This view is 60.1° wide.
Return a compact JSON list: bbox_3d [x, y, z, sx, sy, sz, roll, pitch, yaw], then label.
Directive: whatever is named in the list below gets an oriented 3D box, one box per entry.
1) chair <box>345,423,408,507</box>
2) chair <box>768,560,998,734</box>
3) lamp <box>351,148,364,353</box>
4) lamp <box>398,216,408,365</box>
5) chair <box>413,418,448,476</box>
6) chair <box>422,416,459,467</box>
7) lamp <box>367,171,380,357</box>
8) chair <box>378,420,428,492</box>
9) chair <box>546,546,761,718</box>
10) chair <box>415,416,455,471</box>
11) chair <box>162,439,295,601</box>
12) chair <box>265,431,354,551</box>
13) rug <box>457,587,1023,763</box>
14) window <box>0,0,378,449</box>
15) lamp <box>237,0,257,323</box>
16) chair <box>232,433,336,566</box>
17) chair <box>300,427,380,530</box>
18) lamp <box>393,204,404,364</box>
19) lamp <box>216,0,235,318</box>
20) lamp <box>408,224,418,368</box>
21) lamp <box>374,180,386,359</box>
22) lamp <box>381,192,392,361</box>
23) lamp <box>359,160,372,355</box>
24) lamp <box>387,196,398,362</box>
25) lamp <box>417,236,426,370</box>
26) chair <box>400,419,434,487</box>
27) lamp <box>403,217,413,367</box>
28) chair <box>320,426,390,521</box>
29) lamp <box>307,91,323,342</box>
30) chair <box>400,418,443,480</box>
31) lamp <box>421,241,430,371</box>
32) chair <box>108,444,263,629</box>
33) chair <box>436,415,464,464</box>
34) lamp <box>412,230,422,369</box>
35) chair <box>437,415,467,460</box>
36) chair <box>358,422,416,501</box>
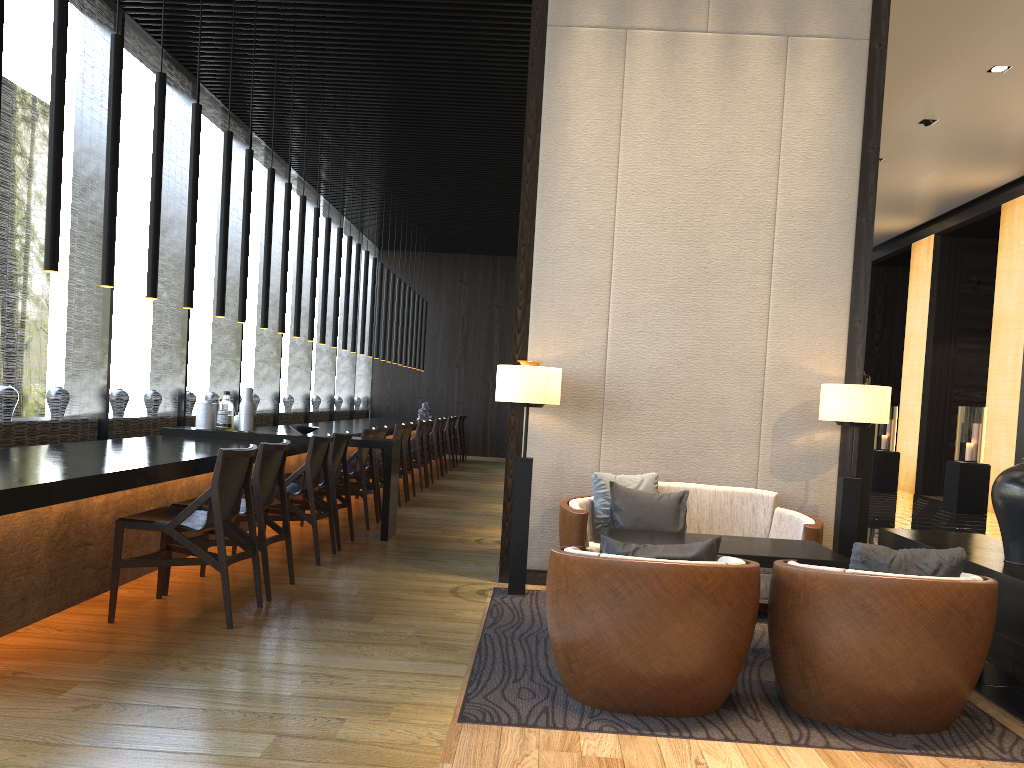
[{"bbox_3d":[-1.354,0.805,9.024,0.563,0.829,0.525,3,1,2],"label":"chair"},{"bbox_3d":[1.376,0.960,3.276,0.803,0.605,0.605,3,1,2],"label":"chair"},{"bbox_3d":[-1.785,-1.576,10.289,0.060,2.425,0.060,4,2,7],"label":"lamp"},{"bbox_3d":[-1.662,-1.502,13.630,0.060,2.425,0.060,3,2,-3],"label":"lamp"},{"bbox_3d":[-1.215,0.889,12.796,0.563,0.829,0.525,3,1,2],"label":"chair"},{"bbox_3d":[-1.156,0.925,14.408,0.563,0.829,0.525,3,1,2],"label":"chair"},{"bbox_3d":[-1.749,-1.554,11.276,0.060,2.425,0.060,4,2,7],"label":"lamp"},{"bbox_3d":[-1.295,0.841,10.610,0.563,0.829,0.525,3,1,2],"label":"chair"},{"bbox_3d":[0.522,0.911,3.305,0.803,0.605,0.605,3,1,2],"label":"chair"},{"bbox_3d":[-1.177,0.912,13.834,0.563,0.829,0.525,3,1,2],"label":"chair"},{"bbox_3d":[-1.507,0.712,4.840,0.563,0.829,0.525,3,1,2],"label":"chair"},{"bbox_3d":[-1.449,0.748,6.426,0.563,0.829,0.525,3,1,2],"label":"chair"},{"bbox_3d":[0.869,1.246,4.130,2.040,0.008,2.239,3,-1,2],"label":"rug"},{"bbox_3d":[2.368,-0.840,1.293,12.051,4.234,31.855,3,-1,2],"label":"window"},{"bbox_3d":[-1.925,-1.661,6.485,0.060,2.425,0.060,3,2,-3],"label":"lamp"},{"bbox_3d":[-1.470,0.735,5.852,0.563,0.829,0.525,3,1,2],"label":"chair"},{"bbox_3d":[-1.412,0.770,7.438,0.563,0.829,0.525,3,1,2],"label":"chair"},{"bbox_3d":[-1.679,-1.512,13.161,0.060,2.425,0.060,3,2,-3],"label":"lamp"},{"bbox_3d":[-1.940,-1.670,6.055,0.060,2.425,0.060,3,2,-3],"label":"lamp"},{"bbox_3d":[-1.626,-1.480,14.616,0.060,2.425,0.060,3,2,-3],"label":"lamp"},{"bbox_3d":[-1.732,-1.544,11.729,0.060,2.425,0.060,3,2,-3],"label":"lamp"},{"bbox_3d":[-1.715,-1.534,12.201,0.060,2.425,0.060,3,2,-3],"label":"lamp"},{"bbox_3d":[-1.767,-1.565,10.783,0.060,2.425,0.060,3,2,-3],"label":"lamp"},{"bbox_3d":[-1.698,-1.523,12.664,0.060,2.425,0.060,3,2,-3],"label":"lamp"},{"bbox_3d":[-1.589,-1.458,15.622,0.060,2.425,0.060,3,2,-3],"label":"lamp"},{"bbox_3d":[-1.274,0.853,11.184,0.563,0.829,0.525,3,1,2],"label":"chair"},{"bbox_3d":[-1.644,-1.491,14.109,0.060,2.425,0.060,3,2,-3],"label":"lamp"},{"bbox_3d":[-1.391,0.783,8.012,0.563,0.829,0.525,3,1,2],"label":"chair"},{"bbox_3d":[-1.854,-1.618,8.412,0.060,2.425,0.060,3,2,-3],"label":"lamp"},{"bbox_3d":[-1.236,0.876,12.222,0.563,0.829,0.525,3,1,2],"label":"chair"},{"bbox_3d":[-1.570,-1.446,16.139,0.060,2.425,0.060,3,2,-3],"label":"lamp"},{"bbox_3d":[-1.528,0.700,4.266,0.563,0.829,0.525,3,1,2],"label":"chair"},{"bbox_3d":[-1.117,0.948,15.446,0.563,0.829,0.525,3,1,2],"label":"chair"},{"bbox_3d":[-1.607,-1.469,15.115,0.060,2.425,0.060,3,2,-3],"label":"lamp"},{"bbox_3d":[-1.096,0.961,16.021,0.563,0.829,0.525,3,1,2],"label":"chair"},{"bbox_3d":[-1.332,0.818,9.598,0.563,0.829,0.525,3,1,2],"label":"chair"}]
